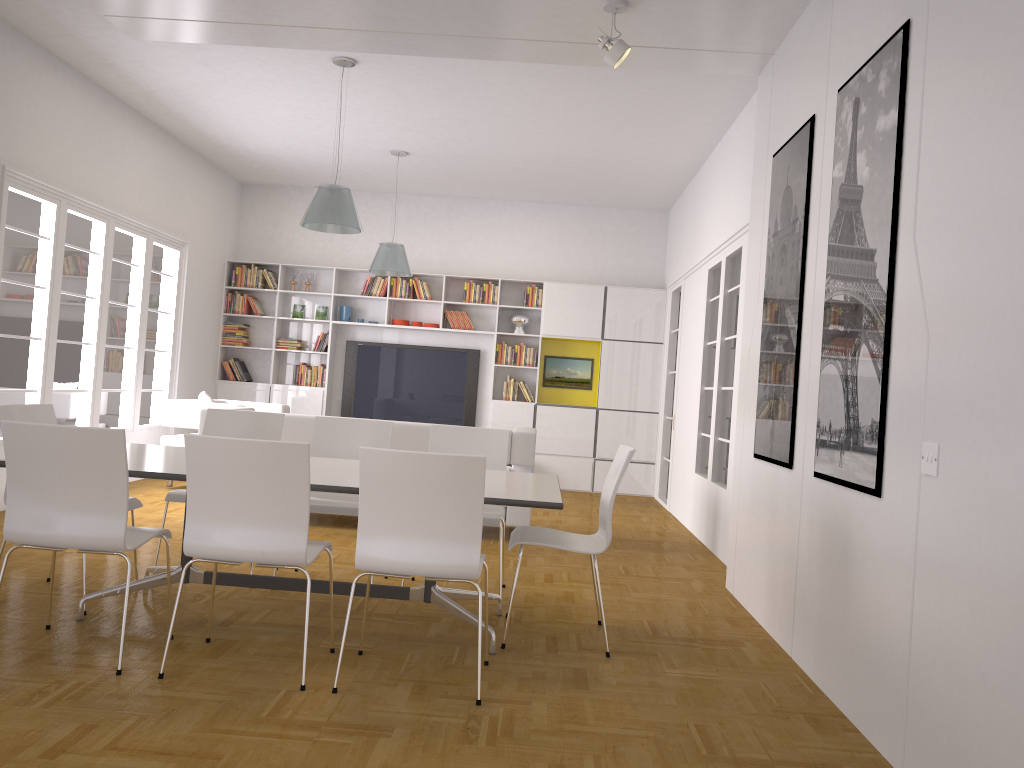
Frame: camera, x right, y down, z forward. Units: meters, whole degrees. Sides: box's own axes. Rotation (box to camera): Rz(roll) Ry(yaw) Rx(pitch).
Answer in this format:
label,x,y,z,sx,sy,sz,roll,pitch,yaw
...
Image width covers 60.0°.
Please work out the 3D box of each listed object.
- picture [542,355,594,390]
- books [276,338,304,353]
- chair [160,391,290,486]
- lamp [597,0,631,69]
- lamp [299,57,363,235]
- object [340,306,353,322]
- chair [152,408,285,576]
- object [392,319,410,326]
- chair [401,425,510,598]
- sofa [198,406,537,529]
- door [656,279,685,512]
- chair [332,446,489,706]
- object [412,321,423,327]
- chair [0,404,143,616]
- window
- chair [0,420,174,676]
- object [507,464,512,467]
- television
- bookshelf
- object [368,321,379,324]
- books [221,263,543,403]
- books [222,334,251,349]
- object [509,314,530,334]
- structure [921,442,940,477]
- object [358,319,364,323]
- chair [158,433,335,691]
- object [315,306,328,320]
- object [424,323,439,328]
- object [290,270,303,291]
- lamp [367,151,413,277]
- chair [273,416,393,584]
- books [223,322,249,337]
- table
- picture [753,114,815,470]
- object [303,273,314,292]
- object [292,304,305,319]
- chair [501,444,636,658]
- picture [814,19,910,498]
label,x,y,z,sx,sy,sz,roll,pitch,yaw
picture,0.690,-0.137,10.899,0.609,0.388,0.007,4,-1,2
books,-2.725,-0.473,10.894,0.284,0.153,0.207,4,-1,2
chair,-2.819,0.539,8.800,0.801,0.912,1.095,4,-1,12
lamp,0.578,-1.906,4.854,0.174,0.364,0.167,3,-2,45
lamp,-1.283,-1.765,6.536,0.464,1.250,0.464,4,-1,1
object,-2.035,-0.851,10.864,0.147,0.192,0.147,4,-1,-9
chair,-1.649,0.627,5.115,0.561,0.931,0.575,4,-1,2
object,-1.362,-0.744,10.851,0.210,0.073,0.211,4,0,-23
chair,-0.292,0.724,5.068,0.561,0.931,0.575,4,-1,2
sofa,-1.136,0.698,7.235,2.623,0.849,0.822,4,-1,2
door,1.771,0.120,9.837,0.139,2.455,1.008,4,-1,2
chair,-0.355,0.714,3.513,0.561,0.931,0.575,4,-1,2
object,-1.160,-0.723,10.844,0.128,0.073,0.129,4,0,-2
chair,-2.203,0.585,4.371,0.575,0.931,0.561,4,-1,2
window,-3.716,-0.316,7.893,0.195,2.529,3.349,4,-1,2
chair,-1.712,0.617,3.559,0.561,0.931,0.575,4,-1,2
object,-0.074,1.024,10.360,0.211,0.391,0.217,4,-1,2
television,-1.253,0.064,10.919,1.660,1.088,0.082,4,-1,2
bookshelf,-0.887,-0.079,10.846,5.365,2.481,0.389,4,-1,2
object,-1.696,-0.746,10.850,0.124,0.032,0.123,4,0,-12
books,-1.594,-0.631,10.848,3.862,1.456,0.235,4,-1,2
books,-3.392,-0.521,10.917,0.284,0.153,0.207,4,-1,2
object,0.085,-0.718,10.800,0.256,0.239,0.256,4,-1,10
structure,1.353,0.242,2.870,0.013,0.104,0.114,4,-1,2
object,-1.851,-0.769,10.856,0.078,0.056,0.078,4,-1,27
chair,-1.013,0.667,3.535,0.561,0.931,0.575,4,-1,2
object,-2.361,-0.874,10.995,0.144,0.190,0.051,4,-1,2
object,-0.980,-0.707,10.819,0.182,0.054,0.183,4,0,-2
object,-2.664,-1.268,10.930,0.120,0.279,0.179,4,-1,7
lamp,-1.201,-1.750,9.077,0.464,1.250,0.464,4,-1,1
chair,-0.991,0.674,5.092,0.561,0.931,0.575,4,-1,2
books,-3.397,-0.670,10.921,0.252,0.153,0.207,4,-1,2
table,-0.993,0.772,4.310,2.411,0.722,1.210,4,-1,2
picture,1.459,-0.461,4.807,0.013,1.781,0.786,4,-1,2
object,-2.545,-1.250,10.943,0.179,0.260,0.119,4,-1,22
object,-2.649,-0.894,11.004,0.144,0.190,0.051,4,-1,2
chair,0.277,0.755,4.287,0.575,0.931,0.561,4,-1,2
picture,1.421,-0.468,3.666,0.016,1.781,0.786,4,-1,2
